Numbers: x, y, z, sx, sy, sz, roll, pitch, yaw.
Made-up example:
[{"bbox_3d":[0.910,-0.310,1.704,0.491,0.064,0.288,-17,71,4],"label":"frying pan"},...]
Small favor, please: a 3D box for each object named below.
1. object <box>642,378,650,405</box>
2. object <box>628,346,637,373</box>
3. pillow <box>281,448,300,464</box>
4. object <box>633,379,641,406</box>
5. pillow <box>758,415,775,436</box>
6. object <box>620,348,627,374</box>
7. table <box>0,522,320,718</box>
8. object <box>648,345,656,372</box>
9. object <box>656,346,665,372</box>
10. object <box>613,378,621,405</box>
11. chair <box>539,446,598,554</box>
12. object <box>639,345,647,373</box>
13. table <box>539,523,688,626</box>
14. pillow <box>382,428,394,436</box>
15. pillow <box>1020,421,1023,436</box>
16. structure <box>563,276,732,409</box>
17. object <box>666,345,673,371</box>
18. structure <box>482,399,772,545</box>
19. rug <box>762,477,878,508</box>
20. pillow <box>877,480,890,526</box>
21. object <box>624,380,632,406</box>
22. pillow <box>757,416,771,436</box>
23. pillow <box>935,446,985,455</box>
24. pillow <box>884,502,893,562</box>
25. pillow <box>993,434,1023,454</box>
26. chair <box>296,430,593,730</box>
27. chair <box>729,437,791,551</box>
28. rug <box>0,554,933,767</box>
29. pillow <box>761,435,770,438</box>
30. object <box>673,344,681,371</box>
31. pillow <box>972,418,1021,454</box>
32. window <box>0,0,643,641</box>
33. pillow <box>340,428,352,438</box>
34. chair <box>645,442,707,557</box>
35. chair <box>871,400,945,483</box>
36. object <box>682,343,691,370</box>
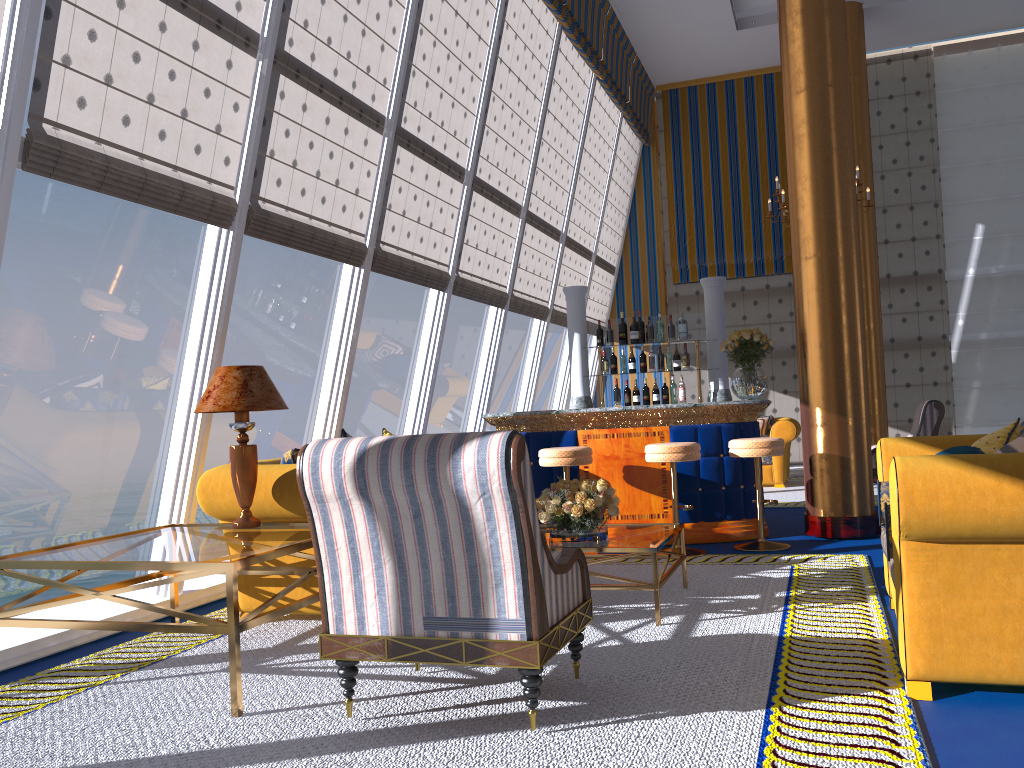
[{"bbox_3d":[1.206,0.070,7.977,0.065,0.244,0.065,-3,-1,0],"label":"object"},{"bbox_3d":[1.082,-0.218,7.991,0.068,0.244,0.068,-3,-1,0],"label":"object"},{"bbox_3d":[-1.084,0.620,5.029,0.245,0.549,0.611,-3,-2,16],"label":"pillow"},{"bbox_3d":[1.121,0.078,8.001,0.068,0.244,0.068,-3,-1,0],"label":"object"},{"bbox_3d":[3.080,0.700,11.424,0.609,0.609,0.342,-4,-2,23],"label":"pillow"},{"bbox_3d":[1.007,-0.209,8.014,0.059,0.230,0.058,-2,-2,-22],"label":"object"},{"bbox_3d":[-1.382,0.961,3.907,1.230,0.549,1.159,-4,-2,19],"label":"table"},{"bbox_3d":[1.253,-0.228,7.956,0.057,0.239,0.056,-3,-1,-7],"label":"object"},{"bbox_3d":[1.333,-0.227,7.963,0.071,0.232,0.071,-3,-1,-3],"label":"object"},{"bbox_3d":[0.949,0.070,8.019,0.071,0.242,0.071,-3,-1,0],"label":"object"},{"bbox_3d":[0.405,0.850,6.442,0.402,0.781,0.394,-2,-2,-33],"label":"chair"},{"bbox_3d":[1.178,-0.226,7.977,0.065,0.244,0.065,-3,-1,0],"label":"object"},{"bbox_3d":[0.383,0.996,4.777,0.969,0.369,0.912,-4,-2,19],"label":"table"},{"bbox_3d":[-0.651,0.559,5.532,0.326,0.583,0.582,-4,-2,39],"label":"pillow"},{"bbox_3d":[2.245,0.432,3.819,0.351,0.672,0.606,-4,-2,27],"label":"pillow"},{"bbox_3d":[1.077,0.176,8.156,2.303,2.195,0.772,-3,-2,9],"label":"structure"},{"bbox_3d":[1.408,-0.231,7.961,0.059,0.230,0.058,-2,-2,-22],"label":"object"},{"bbox_3d":[0.915,0.711,7.068,2.305,1.064,0.771,-3,-2,7],"label":"structure"},{"bbox_3d":[3.387,1.238,10.377,6.219,0.011,3.616,-4,-2,18],"label":"rug"},{"bbox_3d":[1.916,0.555,4.160,0.374,0.219,0.216,-4,-2,23],"label":"pillow"},{"bbox_3d":[1.045,0.083,8.025,0.065,0.244,0.066,-3,-2,22],"label":"object"},{"bbox_3d":[3.019,0.638,11.233,0.518,0.455,0.329,-3,-2,18],"label":"pillow"},{"bbox_3d":[1.798,0.447,3.725,0.393,0.367,0.457,-2,-2,-21],"label":"pillow"},{"bbox_3d":[1.558,0.539,3.231,0.370,0.219,0.216,-4,-2,23],"label":"pillow"},{"bbox_3d":[1.863,0.406,3.309,0.325,0.455,0.525,-3,-2,18],"label":"pillow"},{"bbox_3d":[-0.205,0.654,3.178,0.789,0.966,0.789,-3,-2,19],"label":"chair"},{"bbox_3d":[1.778,0.780,6.386,0.400,0.781,0.397,-3,-2,-11],"label":"chair"},{"bbox_3d":[-0.379,1.170,3.410,3.570,0.010,6.297,-4,-2,19],"label":"rug"},{"bbox_3d":[3.092,0.744,10.921,0.213,0.219,0.376,-4,-2,24],"label":"pillow"},{"bbox_3d":[1.475,-0.239,7.940,0.068,0.244,0.068,-3,-1,0],"label":"object"},{"bbox_3d":[2.080,0.396,3.824,0.230,0.491,0.616,-4,-2,24],"label":"pillow"},{"bbox_3d":[-0.973,-1.624,6.437,1.609,5.854,15.566,-3,-2,19],"label":"window"},{"bbox_3d":[-0.832,0.553,5.017,0.279,0.619,0.695,-3,-2,17],"label":"pillow"},{"bbox_3d":[1.157,0.808,6.296,0.401,0.781,0.395,-2,-2,-22],"label":"chair"},{"bbox_3d":[4.105,0.665,9.334,0.779,0.966,0.799,-3,-2,19],"label":"chair"},{"bbox_3d":[1.553,-0.244,7.918,0.071,0.244,0.072,-4,-2,39],"label":"object"}]
